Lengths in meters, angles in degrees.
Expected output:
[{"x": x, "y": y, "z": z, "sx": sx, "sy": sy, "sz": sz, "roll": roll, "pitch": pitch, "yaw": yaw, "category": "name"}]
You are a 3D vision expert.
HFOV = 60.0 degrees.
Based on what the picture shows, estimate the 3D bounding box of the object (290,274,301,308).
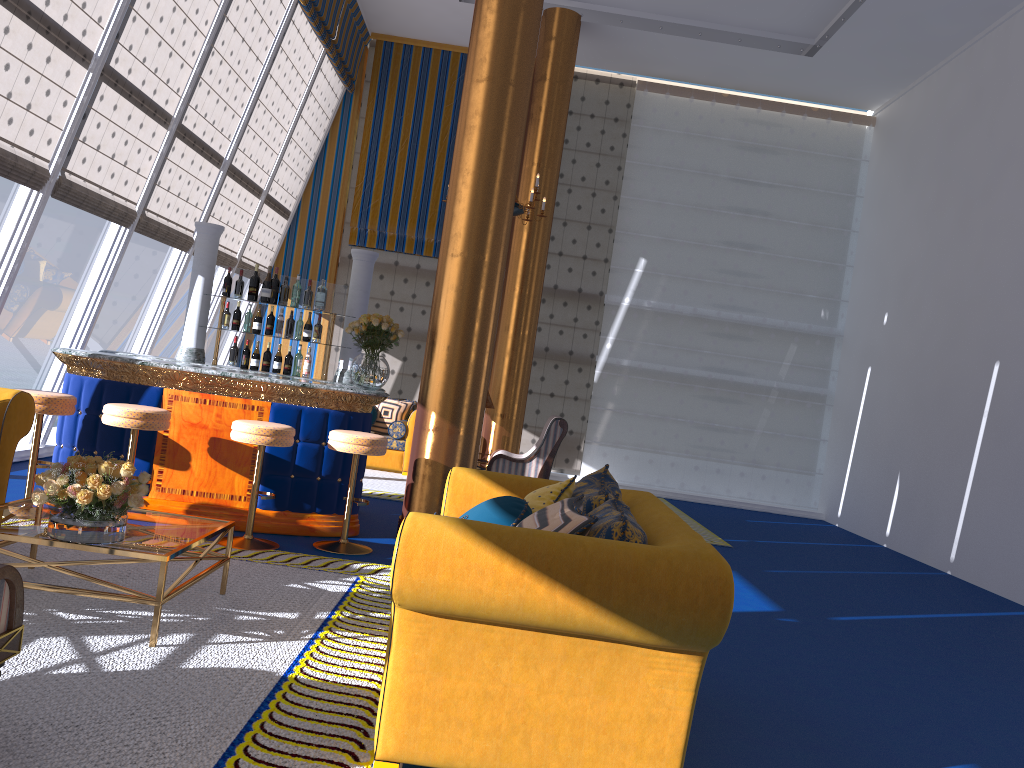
[{"x": -1.758, "y": -0.761, "z": 7.238, "sx": 0.069, "sy": 0.271, "sz": 0.069, "roll": 8, "pitch": 0, "yaw": 10, "category": "object"}]

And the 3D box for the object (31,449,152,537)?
[{"x": -1.835, "y": 0.472, "z": 3.880, "sx": 0.458, "sy": 0.388, "sz": 0.500, "roll": 8, "pitch": 0, "yaw": -20, "category": "object"}]

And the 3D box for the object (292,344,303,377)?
[{"x": -1.764, "y": -0.195, "z": 7.324, "sx": 0.069, "sy": 0.269, "sz": 0.068, "roll": 8, "pitch": 0, "yaw": -40, "category": "object"}]

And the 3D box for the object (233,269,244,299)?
[{"x": -2.228, "y": -0.818, "z": 7.261, "sx": 0.073, "sy": 0.246, "sz": 0.071, "roll": 8, "pitch": 0, "yaw": -42, "category": "object"}]

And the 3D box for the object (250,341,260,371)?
[{"x": -2.086, "y": -0.230, "z": 7.231, "sx": 0.069, "sy": 0.244, "sz": 0.068, "roll": 8, "pitch": 0, "yaw": -20, "category": "object"}]

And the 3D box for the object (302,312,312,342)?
[{"x": -1.674, "y": -0.471, "z": 7.290, "sx": 0.069, "sy": 0.244, "sz": 0.068, "roll": 8, "pitch": 0, "yaw": -20, "category": "object"}]

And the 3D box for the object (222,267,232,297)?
[{"x": -2.311, "y": -0.829, "z": 7.216, "sx": 0.065, "sy": 0.244, "sz": 0.065, "roll": 8, "pitch": 0, "yaw": 3, "category": "object"}]

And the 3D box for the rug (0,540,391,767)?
[{"x": -2.183, "y": 0.947, "z": 2.452, "sx": 3.595, "sy": 0.010, "sz": 6.252, "roll": 8, "pitch": 0, "yaw": -1, "category": "rug"}]

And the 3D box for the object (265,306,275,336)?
[{"x": -1.965, "y": -0.516, "z": 7.223, "sx": 0.066, "sy": 0.244, "sz": 0.065, "roll": 8, "pitch": 0, "yaw": -20, "category": "object"}]

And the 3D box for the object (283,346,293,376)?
[{"x": -1.836, "y": -0.194, "z": 7.290, "sx": 0.066, "sy": 0.244, "sz": 0.065, "roll": 8, "pitch": 0, "yaw": -20, "category": "object"}]

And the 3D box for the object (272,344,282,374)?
[{"x": -1.916, "y": -0.209, "z": 7.267, "sx": 0.069, "sy": 0.244, "sz": 0.068, "roll": 8, "pitch": 0, "yaw": -20, "category": "object"}]

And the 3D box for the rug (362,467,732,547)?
[{"x": -0.988, "y": 1.127, "z": 10.233, "sx": 6.262, "sy": 0.011, "sz": 3.590, "roll": 8, "pitch": 0, "yaw": -2, "category": "rug"}]

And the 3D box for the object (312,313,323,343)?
[{"x": -1.593, "y": -0.460, "z": 7.296, "sx": 0.071, "sy": 0.244, "sz": 0.072, "roll": 8, "pitch": 0, "yaw": 20, "category": "object"}]

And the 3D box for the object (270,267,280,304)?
[{"x": -1.937, "y": -0.803, "z": 7.238, "sx": 0.081, "sy": 0.303, "sz": 0.082, "roll": 8, "pitch": 0, "yaw": 16, "category": "object"}]

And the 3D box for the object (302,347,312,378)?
[{"x": -1.688, "y": -0.179, "z": 7.336, "sx": 0.061, "sy": 0.258, "sz": 0.061, "roll": 8, "pitch": 0, "yaw": -1, "category": "object"}]

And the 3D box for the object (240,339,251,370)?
[{"x": -2.165, "y": -0.241, "z": 7.227, "sx": 0.065, "sy": 0.244, "sz": 0.065, "roll": 8, "pitch": 0, "yaw": 3, "category": "object"}]

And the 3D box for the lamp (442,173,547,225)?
[{"x": -0.035, "y": -2.886, "z": 9.452, "sx": 1.068, "sy": 2.421, "sz": 1.050, "roll": 8, "pitch": 0, "yaw": -24, "category": "lamp"}]

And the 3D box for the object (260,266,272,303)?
[{"x": -1.986, "y": -0.808, "z": 7.212, "sx": 0.085, "sy": 0.303, "sz": 0.085, "roll": 8, "pitch": 0, "yaw": -7, "category": "object"}]

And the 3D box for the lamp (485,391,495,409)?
[{"x": -0.451, "y": 0.435, "z": 10.539, "sx": 0.449, "sy": 0.783, "sz": 0.443, "roll": 8, "pitch": 0, "yaw": -16, "category": "lamp"}]

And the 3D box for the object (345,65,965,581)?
[{"x": 1.349, "y": -6.812, "z": 4.819, "sx": 63.146, "sy": 33.604, "sz": 63.399, "roll": 8, "pitch": 0, "yaw": 5, "category": "object"}]

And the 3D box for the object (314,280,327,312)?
[{"x": -1.573, "y": -0.732, "z": 7.322, "sx": 0.092, "sy": 0.259, "sz": 0.091, "roll": 8, "pitch": 0, "yaw": -18, "category": "object"}]

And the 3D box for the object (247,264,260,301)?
[{"x": -2.090, "y": -0.824, "z": 7.208, "sx": 0.081, "sy": 0.303, "sz": 0.081, "roll": 8, "pitch": 0, "yaw": 5, "category": "object"}]

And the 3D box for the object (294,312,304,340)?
[{"x": -1.744, "y": -0.477, "z": 7.287, "sx": 0.059, "sy": 0.230, "sz": 0.058, "roll": 8, "pitch": 0, "yaw": -42, "category": "object"}]

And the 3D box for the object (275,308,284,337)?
[{"x": -1.888, "y": -0.502, "z": 7.229, "sx": 0.057, "sy": 0.239, "sz": 0.056, "roll": 8, "pitch": 0, "yaw": -27, "category": "object"}]

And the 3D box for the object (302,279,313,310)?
[{"x": -1.670, "y": -0.737, "z": 7.279, "sx": 0.073, "sy": 0.246, "sz": 0.071, "roll": 8, "pitch": 0, "yaw": -42, "category": "object"}]

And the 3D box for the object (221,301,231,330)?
[{"x": -2.302, "y": -0.554, "z": 7.155, "sx": 0.067, "sy": 0.225, "sz": 0.065, "roll": 8, "pitch": 0, "yaw": -32, "category": "object"}]

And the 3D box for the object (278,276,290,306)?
[{"x": -1.856, "y": -0.761, "z": 7.242, "sx": 0.077, "sy": 0.248, "sz": 0.075, "roll": 8, "pitch": 0, "yaw": -37, "category": "object"}]

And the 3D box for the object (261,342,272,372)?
[{"x": -1.997, "y": -0.221, "z": 7.237, "sx": 0.066, "sy": 0.244, "sz": 0.065, "roll": 8, "pitch": 0, "yaw": -20, "category": "object"}]

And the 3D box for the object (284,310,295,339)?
[{"x": -1.815, "y": -0.487, "z": 7.263, "sx": 0.072, "sy": 0.232, "sz": 0.071, "roll": 8, "pitch": 0, "yaw": -22, "category": "object"}]

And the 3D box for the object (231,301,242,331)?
[{"x": -2.225, "y": -0.554, "z": 7.183, "sx": 0.066, "sy": 0.244, "sz": 0.065, "roll": 8, "pitch": 0, "yaw": -20, "category": "object"}]

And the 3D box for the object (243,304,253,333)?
[{"x": -2.139, "y": -0.534, "z": 7.199, "sx": 0.059, "sy": 0.230, "sz": 0.058, "roll": 8, "pitch": 0, "yaw": -42, "category": "object"}]

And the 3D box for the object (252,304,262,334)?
[{"x": -2.060, "y": -0.526, "z": 7.204, "sx": 0.069, "sy": 0.244, "sz": 0.068, "roll": 8, "pitch": 0, "yaw": -20, "category": "object"}]

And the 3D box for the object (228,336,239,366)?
[{"x": -2.250, "y": -0.271, "z": 7.188, "sx": 0.071, "sy": 0.242, "sz": 0.070, "roll": 8, "pitch": 0, "yaw": -19, "category": "object"}]
